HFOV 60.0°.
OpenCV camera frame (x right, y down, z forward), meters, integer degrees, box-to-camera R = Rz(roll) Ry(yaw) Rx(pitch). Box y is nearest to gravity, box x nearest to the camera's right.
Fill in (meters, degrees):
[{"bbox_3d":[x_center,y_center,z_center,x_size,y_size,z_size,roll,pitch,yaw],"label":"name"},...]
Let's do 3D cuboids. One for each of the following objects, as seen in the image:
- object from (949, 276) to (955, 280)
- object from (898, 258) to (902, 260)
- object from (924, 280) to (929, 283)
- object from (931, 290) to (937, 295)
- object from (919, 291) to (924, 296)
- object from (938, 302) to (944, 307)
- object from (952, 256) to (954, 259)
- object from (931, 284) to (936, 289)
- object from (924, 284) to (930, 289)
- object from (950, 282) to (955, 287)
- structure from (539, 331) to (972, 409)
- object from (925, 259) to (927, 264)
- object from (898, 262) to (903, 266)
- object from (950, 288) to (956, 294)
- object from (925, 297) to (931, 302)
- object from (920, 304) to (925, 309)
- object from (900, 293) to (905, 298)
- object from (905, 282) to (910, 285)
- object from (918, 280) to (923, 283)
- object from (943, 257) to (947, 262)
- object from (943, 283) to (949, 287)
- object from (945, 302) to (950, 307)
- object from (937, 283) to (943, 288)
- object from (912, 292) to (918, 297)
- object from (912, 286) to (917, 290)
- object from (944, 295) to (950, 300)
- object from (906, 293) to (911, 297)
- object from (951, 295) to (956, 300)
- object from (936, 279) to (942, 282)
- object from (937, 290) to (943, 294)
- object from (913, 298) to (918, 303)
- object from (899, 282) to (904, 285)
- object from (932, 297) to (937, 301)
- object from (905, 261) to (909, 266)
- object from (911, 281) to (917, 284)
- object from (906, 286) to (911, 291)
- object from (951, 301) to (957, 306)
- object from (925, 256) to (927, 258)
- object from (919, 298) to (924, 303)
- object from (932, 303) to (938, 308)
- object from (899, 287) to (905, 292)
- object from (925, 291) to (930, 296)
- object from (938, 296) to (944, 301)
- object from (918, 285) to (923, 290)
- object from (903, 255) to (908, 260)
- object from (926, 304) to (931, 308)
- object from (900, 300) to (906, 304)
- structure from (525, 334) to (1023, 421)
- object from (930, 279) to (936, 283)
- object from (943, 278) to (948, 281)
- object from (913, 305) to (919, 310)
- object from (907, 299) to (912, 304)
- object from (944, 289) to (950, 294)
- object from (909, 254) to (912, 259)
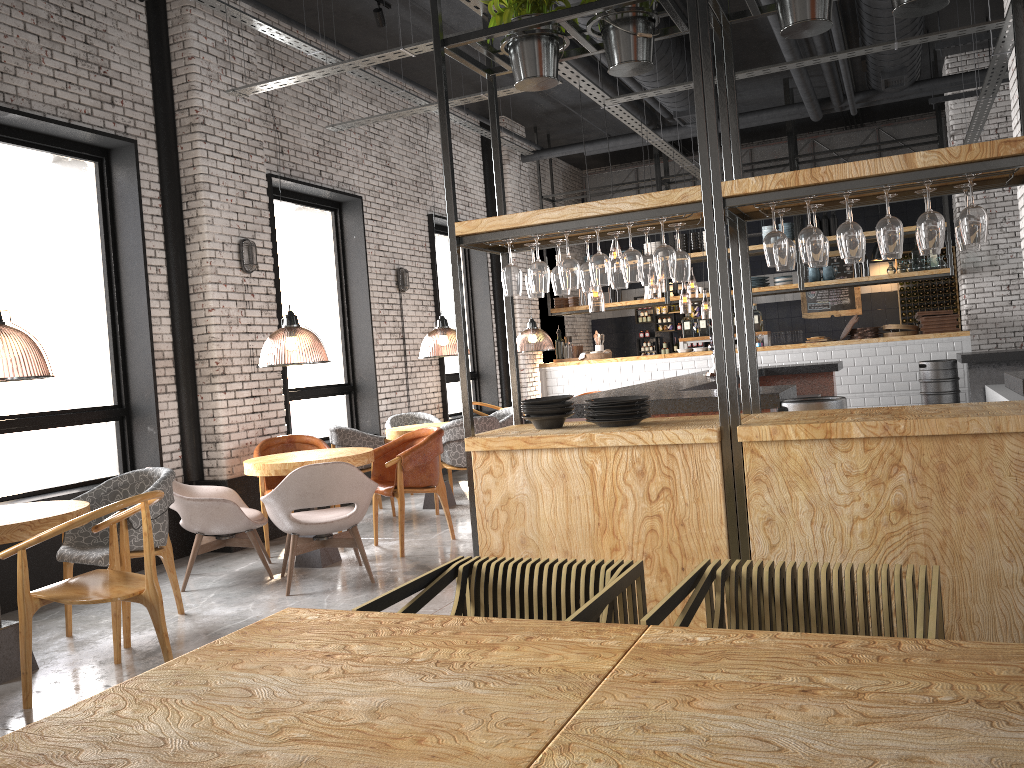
[{"bbox_3d":[7.138,-1.721,14.375,0.079,0.079,0.284,-4,1,24],"label":"object"},{"bbox_3d":[6.412,-2.093,14.668,0.079,0.079,0.284,-4,1,24],"label":"object"},{"bbox_3d":[6.790,-1.697,14.518,0.079,0.079,0.284,-4,1,24],"label":"object"},{"bbox_3d":[6.900,-1.494,14.498,0.079,0.079,0.284,-4,1,24],"label":"object"},{"bbox_3d":[6.728,-1.483,14.574,0.079,0.079,0.284,-4,1,24],"label":"object"},{"bbox_3d":[7.003,-1.291,14.461,0.079,0.079,0.284,-4,1,24],"label":"object"},{"bbox_3d":[7.108,-2.035,14.360,0.079,0.079,0.284,-4,1,24],"label":"object"},{"bbox_3d":[6.898,-1.600,14.512,0.079,0.079,0.284,-4,1,24],"label":"object"},{"bbox_3d":[6.812,-1.594,14.550,0.079,0.079,0.284,-4,1,24],"label":"object"},{"bbox_3d":[7.150,-1.617,14.383,0.079,0.079,0.284,-4,1,24],"label":"object"},{"bbox_3d":[3.402,0.148,12.877,5.797,1.345,1.512,-4,1,24],"label":"structure"},{"bbox_3d":[6.779,-2.013,14.548,0.079,0.079,0.284,-4,1,24],"label":"object"},{"bbox_3d":[6.434,-1.990,14.700,0.079,0.079,0.284,-4,1,24],"label":"object"},{"bbox_3d":[7.167,-1.513,14.402,0.079,0.079,0.284,-4,1,24],"label":"object"},{"bbox_3d":[6.815,-1.383,14.519,0.079,0.079,0.284,-4,1,24],"label":"object"},{"bbox_3d":[6.744,-1.273,14.575,0.079,0.079,0.284,-4,1,24],"label":"object"},{"bbox_3d":[6.476,-1.466,14.703,0.079,0.079,0.284,-4,1,24],"label":"object"},{"bbox_3d":[6.531,-1.680,14.632,0.079,0.079,0.284,-4,1,24],"label":"object"},{"bbox_3d":[6.711,-1.692,14.573,0.079,0.079,0.284,-4,1,24],"label":"object"},{"bbox_3d":[7.028,-2.030,14.411,0.079,0.079,0.284,-4,1,24],"label":"object"},{"bbox_3d":[7.071,-1.612,14.436,0.079,0.079,0.284,-4,1,24],"label":"object"},{"bbox_3d":[7.095,-1.297,14.437,0.079,0.079,0.284,-4,1,24],"label":"object"},{"bbox_3d":[6.978,-1.605,14.460,0.079,0.079,0.284,-4,1,24],"label":"object"},{"bbox_3d":[6.634,-1.476,14.595,0.079,0.079,0.284,-4,1,24],"label":"object"},{"bbox_3d":[6.633,-1.582,14.612,0.079,0.079,0.284,-4,1,24],"label":"object"},{"bbox_3d":[7.087,-1.402,14.437,0.079,0.079,0.284,-4,1,24],"label":"object"},{"bbox_3d":[6.556,-1.471,14.650,0.079,0.079,0.284,-4,1,24],"label":"object"},{"bbox_3d":[7.167,-1.407,14.384,0.079,0.079,0.284,-4,1,24],"label":"object"},{"bbox_3d":[6.978,-1.711,14.477,0.079,0.079,0.284,-4,1,24],"label":"object"},{"bbox_3d":[6.979,-1.499,14.442,0.079,0.079,0.284,-4,1,24],"label":"object"},{"bbox_3d":[6.656,-1.373,14.627,0.079,0.079,0.284,-4,1,24],"label":"object"},{"bbox_3d":[6.453,-1.675,14.688,0.079,0.079,0.284,-4,1,24],"label":"object"},{"bbox_3d":[6.915,-1.391,14.513,0.079,0.079,0.284,-4,1,24],"label":"object"},{"bbox_3d":[6.505,-1.994,14.627,0.079,0.079,0.284,-4,1,24],"label":"object"},{"bbox_3d":[6.631,-1.687,14.625,0.079,0.079,0.284,-4,1,24],"label":"object"},{"bbox_3d":[6.538,-1.575,14.629,0.079,0.079,0.284,-4,1,24],"label":"object"},{"bbox_3d":[7.167,-1.301,14.367,0.079,0.079,0.284,-4,1,24],"label":"object"},{"bbox_3d":[6.764,-2.117,14.533,0.079,0.079,0.284,-4,1,24],"label":"object"},{"bbox_3d":[6.727,-1.377,14.554,0.079,0.079,0.284,-4,1,24],"label":"object"},{"bbox_3d":[6.925,-1.286,14.517,0.079,0.079,0.284,-4,1,24],"label":"object"},{"bbox_3d":[6.458,-1.570,14.680,0.079,0.079,0.284,-4,1,24],"label":"object"},{"bbox_3d":[6.805,-1.487,14.515,0.079,0.079,0.284,-4,1,24],"label":"object"},{"bbox_3d":[6.985,-1.394,14.439,0.079,0.079,0.284,-4,1,24],"label":"object"},{"bbox_3d":[6.728,-1.589,14.592,0.079,0.079,0.284,-4,1,24],"label":"object"},{"bbox_3d":[6.512,-2.101,14.662,0.079,0.079,0.284,-4,1,24],"label":"object"},{"bbox_3d":[6.831,-1.279,14.537,0.079,0.079,0.284,-4,1,24],"label":"object"},{"bbox_3d":[6.478,-1.360,14.689,0.079,0.079,0.284,-4,1,24],"label":"object"},{"bbox_3d":[3.229,0.198,7.378,4.308,1.533,5.881,-4,1,24],"label":"structure"},{"bbox_3d":[6.884,-1.704,14.497,0.079,0.079,0.284,-4,1,24],"label":"object"},{"bbox_3d":[7.062,-1.717,14.435,0.079,0.079,0.284,-4,1,24],"label":"object"},{"bbox_3d":[6.655,-1.267,14.605,0.079,0.079,0.284,-4,1,24],"label":"object"},{"bbox_3d":[6.572,-1.367,14.669,0.079,0.079,0.284,-4,1,24],"label":"object"},{"bbox_3d":[7.072,-1.506,14.422,0.079,0.079,0.284,-4,1,24],"label":"object"},{"bbox_3d":[6.592,-2.106,14.609,0.079,0.079,0.284,-4,1,24],"label":"object"}]
